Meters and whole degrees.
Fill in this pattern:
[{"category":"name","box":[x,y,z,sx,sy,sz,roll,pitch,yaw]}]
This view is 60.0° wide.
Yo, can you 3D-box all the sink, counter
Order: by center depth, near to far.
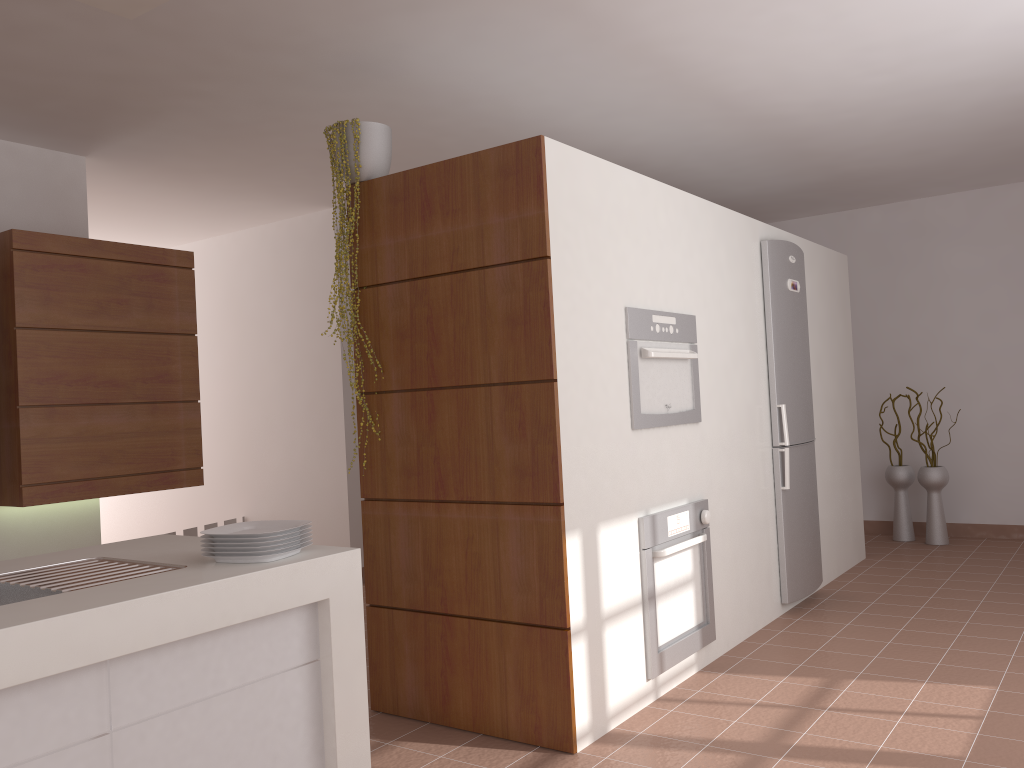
[{"category":"counter","box":[-1.306,0.835,1.515,0.821,0.800,2.156,-4,-2,35]},{"category":"sink","box":[-1.085,0.426,1.868,0.404,0.368,0.668,-4,-2,35]}]

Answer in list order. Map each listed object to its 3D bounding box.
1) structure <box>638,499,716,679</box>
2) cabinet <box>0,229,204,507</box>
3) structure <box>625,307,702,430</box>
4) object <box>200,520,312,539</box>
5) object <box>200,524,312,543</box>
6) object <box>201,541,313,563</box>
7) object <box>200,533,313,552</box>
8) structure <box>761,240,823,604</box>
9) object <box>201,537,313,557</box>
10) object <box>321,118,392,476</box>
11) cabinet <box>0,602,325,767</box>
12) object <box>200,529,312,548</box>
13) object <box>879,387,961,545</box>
[{"category":"structure","box":[0.672,0.785,3.498,0.058,0.592,0.596,-4,-2,36]},{"category":"cabinet","box":[-3.276,-0.034,2.840,0.754,1.200,4.718,-4,-2,35]},{"category":"structure","box":[0.630,-0.063,3.513,0.056,0.454,0.614,-4,-2,35]},{"category":"object","box":[-0.606,0.350,2.110,0.228,0.020,0.228,-3,-1,17]},{"category":"object","box":[-0.605,0.360,2.110,0.228,0.020,0.228,-3,-1,17]},{"category":"object","box":[-0.603,0.401,2.109,0.228,0.020,0.228,-3,-1,17]},{"category":"object","box":[-0.604,0.380,2.109,0.228,0.020,0.228,-3,-1,17]},{"category":"structure","box":[1.510,0.176,4.710,0.089,1.862,0.604,-4,-2,35]},{"category":"object","box":[-0.604,0.391,2.109,0.228,0.020,0.228,-3,-1,17]},{"category":"object","box":[-0.579,-0.325,3.404,0.297,1.344,0.279,-3,-1,-5]},{"category":"cabinet","box":[-1.332,0.885,1.465,0.737,0.700,2.048,-4,-2,35]},{"category":"object","box":[-0.605,0.370,2.110,0.228,0.020,0.228,-3,-1,17]},{"category":"object","box":[2.922,0.568,6.244,0.284,1.112,0.655,-2,-2,-35]}]
